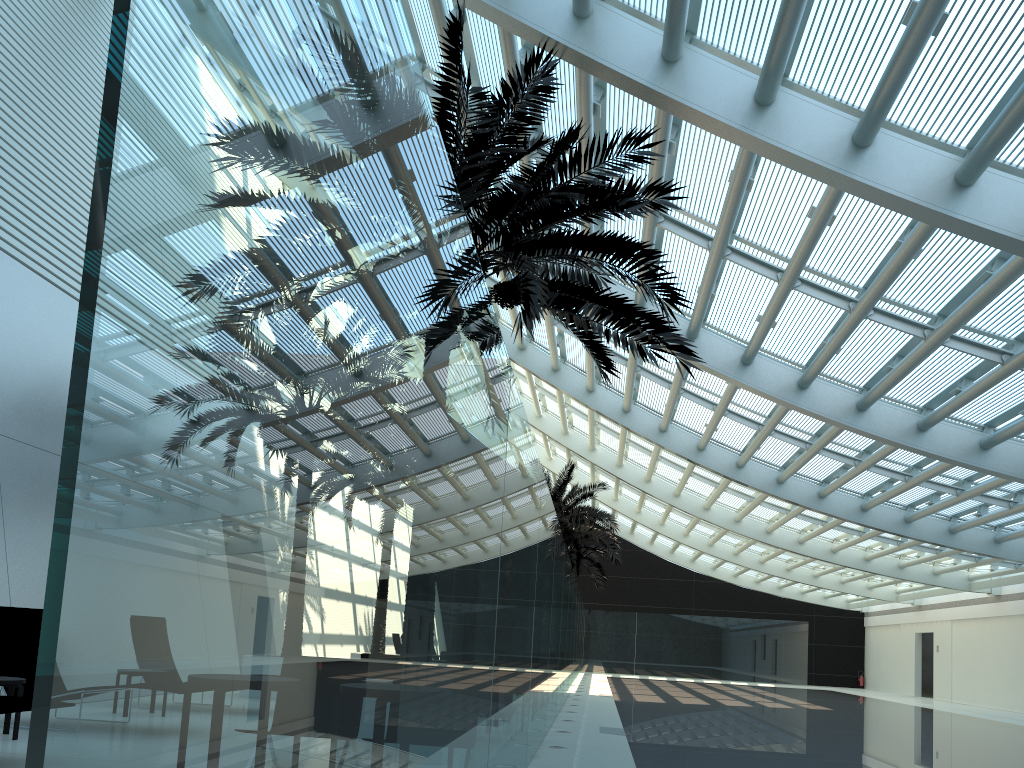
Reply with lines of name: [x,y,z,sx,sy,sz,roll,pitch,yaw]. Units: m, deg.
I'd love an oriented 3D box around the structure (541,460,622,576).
structure: [1.005,5.807,27.496,4.823,6.791,4.588,3,-10,0]

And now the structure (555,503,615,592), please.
structure: [1.820,8.258,35.607,4.480,6.789,4.943,6,-10,-15]

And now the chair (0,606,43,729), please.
chair: [-4.083,2.876,8.776,2.035,1.120,0.954,2,-11,6]

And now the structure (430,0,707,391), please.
structure: [-0.843,0.046,8.426,4.828,6.791,4.584,-1,-11,24]

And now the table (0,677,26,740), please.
table: [-4.594,2.830,7.620,0.565,0.500,0.562,14,-16,-40]

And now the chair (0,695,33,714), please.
chair: [-4.332,2.102,6.213,2.035,1.120,0.954,2,-11,6]
